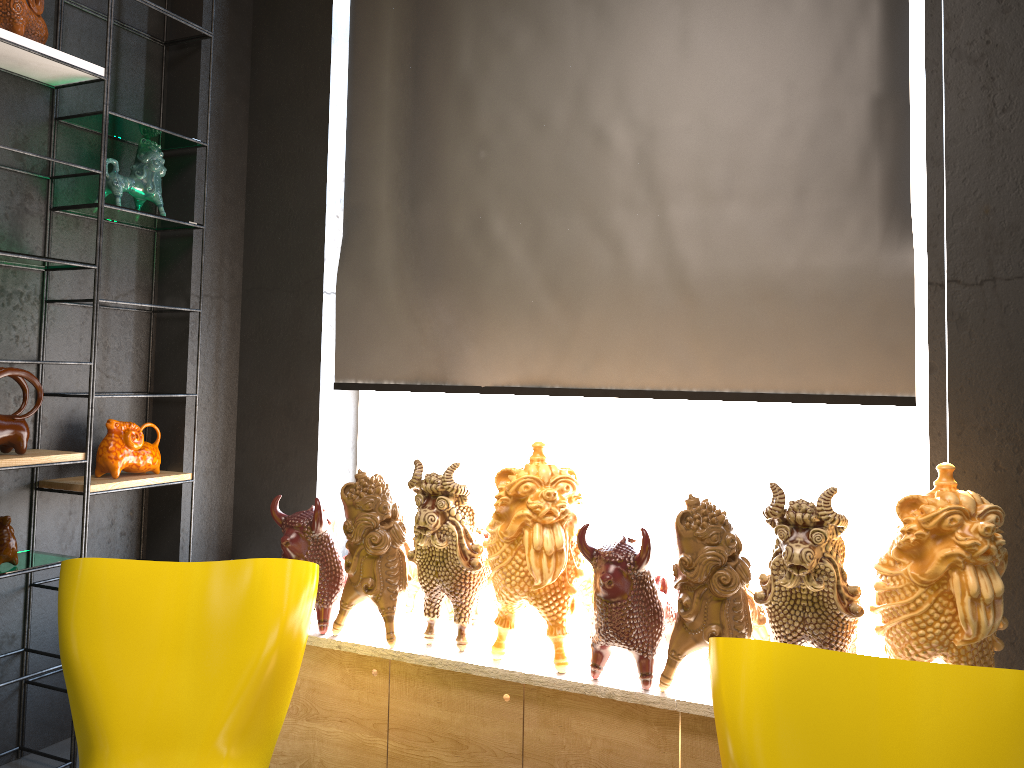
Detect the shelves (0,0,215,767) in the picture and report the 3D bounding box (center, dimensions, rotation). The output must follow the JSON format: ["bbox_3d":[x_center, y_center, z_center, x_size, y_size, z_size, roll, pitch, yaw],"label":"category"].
[{"bbox_3d":[-1.986,-0.649,2.269,0.274,3.923,2.983,-1,-3,25],"label":"shelves"}]

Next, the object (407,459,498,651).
[{"bbox_3d":[-0.183,0.524,2.818,0.271,0.582,0.428,0,-2,18],"label":"object"}]

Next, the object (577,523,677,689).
[{"bbox_3d":[0.358,0.604,2.542,0.219,0.442,0.461,-1,-2,30],"label":"object"}]

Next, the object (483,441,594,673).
[{"bbox_3d":[0.103,0.495,2.674,0.307,0.657,0.467,-1,-3,30],"label":"object"}]

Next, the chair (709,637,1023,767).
[{"bbox_3d":[0.612,0.923,1.399,0.658,0.900,1.066,0,-1,20],"label":"chair"}]

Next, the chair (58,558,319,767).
[{"bbox_3d":[-0.834,0.889,2.080,0.658,0.900,1.066,1,-1,-5],"label":"chair"}]

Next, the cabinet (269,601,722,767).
[{"bbox_3d":[0.511,1.094,2.485,2.730,0.532,0.403,1,-2,25],"label":"cabinet"}]

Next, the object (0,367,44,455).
[{"bbox_3d":[-1.676,0.090,2.892,0.114,0.291,0.248,0,-2,25],"label":"object"}]

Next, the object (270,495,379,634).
[{"bbox_3d":[-0.613,0.582,2.994,0.219,0.442,0.461,-1,-2,30],"label":"object"}]

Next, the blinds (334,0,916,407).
[{"bbox_3d":[-2.308,-0.935,3.938,3.515,3.321,12.706,3,-1,-45],"label":"blinds"}]

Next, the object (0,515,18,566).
[{"bbox_3d":[-1.700,0.507,2.883,0.210,0.169,0.105,1,-3,24],"label":"object"}]

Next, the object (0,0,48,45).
[{"bbox_3d":[-1.648,-1.246,2.978,0.126,0.250,0.252,1,-2,-5],"label":"object"}]

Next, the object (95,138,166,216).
[{"bbox_3d":[-1.458,-0.810,3.405,0.152,0.333,0.288,0,-2,17],"label":"object"}]

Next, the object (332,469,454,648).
[{"bbox_3d":[-0.369,0.547,2.936,0.249,0.547,0.473,-1,-3,33],"label":"object"}]

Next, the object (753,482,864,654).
[{"bbox_3d":[0.789,0.547,2.366,0.271,0.582,0.428,0,-2,18],"label":"object"}]

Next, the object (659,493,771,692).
[{"bbox_3d":[0.602,0.570,2.484,0.249,0.547,0.473,-1,-3,33],"label":"object"}]

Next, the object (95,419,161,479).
[{"bbox_3d":[-1.451,0.241,3.370,0.138,0.223,0.277,0,-2,25],"label":"object"}]

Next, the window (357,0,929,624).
[{"bbox_3d":[0.385,-0.785,3.514,2.308,3.181,0.051,0,-4,25],"label":"window"}]

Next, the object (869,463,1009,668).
[{"bbox_3d":[1.074,0.518,2.222,0.307,0.657,0.467,-1,-3,30],"label":"object"}]
